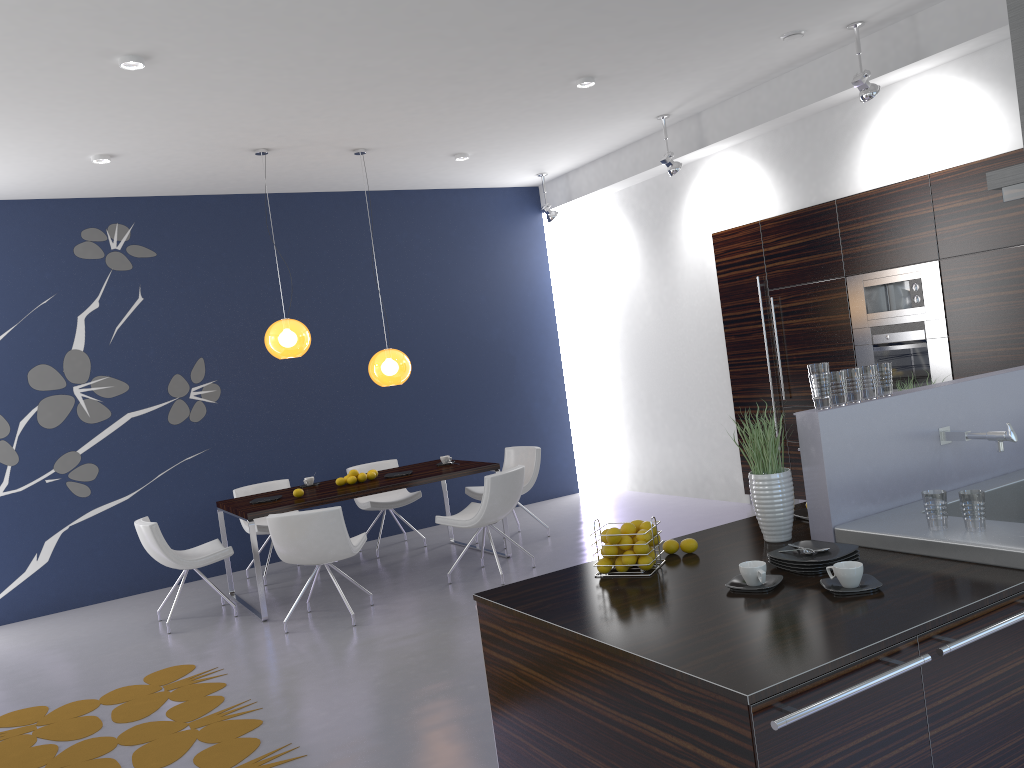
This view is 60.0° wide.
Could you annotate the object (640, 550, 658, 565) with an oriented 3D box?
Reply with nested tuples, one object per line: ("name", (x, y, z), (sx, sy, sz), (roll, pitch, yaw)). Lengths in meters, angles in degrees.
("object", (0.462, 0.590, 2.997), (0.061, 0.053, 0.053), (-7, 2, 13))

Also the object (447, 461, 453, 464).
("object", (-0.504, 0.676, 7.603), (0.155, 0.028, 0.032), (-6, 2, 42))

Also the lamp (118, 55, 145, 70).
("lamp", (-2.066, -1.745, 4.817), (0.132, 0.035, 0.132), (-7, 2, 14))

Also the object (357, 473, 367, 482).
("object", (-1.216, 0.759, 7.199), (0.076, 0.080, 0.094), (-9, 2, -28))

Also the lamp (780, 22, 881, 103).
("lamp", (2.122, -2.099, 5.900), (0.605, 0.511, 0.171), (-8, 2, 3))

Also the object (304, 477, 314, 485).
("object", (-1.697, 0.818, 7.431), (0.081, 0.064, 0.101), (-8, 2, -4))

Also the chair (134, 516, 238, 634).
("chair", (-2.427, 1.362, 6.617), (0.620, 0.805, 0.508), (-9, 2, -29))

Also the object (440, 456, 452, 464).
("object", (-0.569, 0.658, 7.690), (0.101, 0.064, 0.081), (-8, 2, -3))

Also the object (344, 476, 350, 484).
("object", (-1.334, 0.780, 7.226), (0.083, 0.068, 0.070), (-7, 2, 30))

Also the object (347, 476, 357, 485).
("object", (-1.292, 0.776, 7.152), (0.083, 0.068, 0.070), (-7, 2, 30))

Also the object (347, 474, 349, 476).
("object", (-1.330, 0.772, 7.315), (0.079, 0.077, 0.094), (-7, 2, 15))

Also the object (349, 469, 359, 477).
("object", (-1.285, 0.728, 7.203), (0.083, 0.068, 0.070), (-8, 2, -25))

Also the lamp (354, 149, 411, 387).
("lamp", (-1.134, -0.964, 7.398), (0.359, 1.974, 0.358), (-8, 2, -24))

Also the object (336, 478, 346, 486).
("object", (-1.380, 0.788, 7.151), (0.083, 0.068, 0.070), (-8, 2, -25))

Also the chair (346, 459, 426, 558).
("chair", (-1.183, 1.146, 8.307), (0.508, 0.805, 0.620), (-9, 2, -29))

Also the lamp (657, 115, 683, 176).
("lamp", (1.353, -2.045, 7.630), (0.185, 0.511, 0.150), (-9, 2, -29))

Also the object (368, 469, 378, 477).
("object", (-1.157, 0.748, 7.359), (0.094, 0.077, 0.079), (-7, 2, 35))

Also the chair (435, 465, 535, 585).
("chair", (-0.182, 1.057, 6.728), (0.620, 0.805, 0.508), (-7, 2, 31))

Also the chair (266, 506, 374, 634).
("chair", (-1.308, 1.226, 6.102), (0.508, 0.805, 0.620), (-8, 2, 6))

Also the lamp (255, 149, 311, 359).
("lamp", (-1.861, -1.021, 6.991), (0.358, 1.645, 0.359), (-8, 2, -18))

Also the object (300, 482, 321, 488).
("object", (-1.694, 0.848, 7.442), (0.154, 0.020, 0.154), (-7, 2, 16))

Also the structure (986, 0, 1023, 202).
("structure", (2.482, -1.409, 3.384), (0.981, 1.231, 0.915), (-9, 2, -29))

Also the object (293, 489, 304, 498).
("object", (-1.629, 0.832, 6.769), (0.083, 0.068, 0.070), (-8, 2, -25))

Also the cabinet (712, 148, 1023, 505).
("cabinet", (3.101, -0.238, 6.657), (0.669, 2.500, 3.600), (-9, 2, -29))

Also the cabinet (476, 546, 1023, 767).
("cabinet", (1.659, 0.886, 3.224), (3.285, 0.852, 1.377), (-9, 2, -29))

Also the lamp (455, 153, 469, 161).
("lamp", (-0.453, -2.054, 8.027), (0.132, 0.035, 0.132), (-7, 2, 18))

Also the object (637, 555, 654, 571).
("object", (0.443, 0.594, 2.940), (0.053, 0.053, 0.061), (-7, 2, 16))

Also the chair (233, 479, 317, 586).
("chair", (-2.081, 1.282, 7.799), (0.508, 0.805, 0.620), (-9, 2, -34))

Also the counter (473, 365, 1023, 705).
("counter", (1.633, 0.664, 3.207), (3.291, 1.300, 1.302), (-9, 2, -29))

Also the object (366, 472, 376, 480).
("object", (-1.156, 0.754, 7.274), (0.083, 0.068, 0.070), (-8, 2, -25))

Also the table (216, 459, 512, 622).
("table", (-1.205, 1.191, 7.251), (2.046, 0.783, 1.127), (-9, 2, -29))

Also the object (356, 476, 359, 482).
("object", (-1.263, 0.767, 7.267), (0.069, 0.071, 0.081), (-6, 2, 38))

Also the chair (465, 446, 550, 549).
("chair", (-0.027, 1.000, 7.978), (0.620, 0.805, 0.508), (-9, 2, -34))

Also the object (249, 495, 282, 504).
("object", (-1.896, 0.893, 6.834), (0.232, 0.020, 0.232), (-8, 2, -1))

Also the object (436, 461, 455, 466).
("object", (-0.575, 0.690, 7.691), (0.154, 0.020, 0.154), (-7, 2, 17))

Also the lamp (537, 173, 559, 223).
("lamp", (0.378, -1.963, 9.374), (0.185, 0.511, 0.150), (-9, 2, -29))

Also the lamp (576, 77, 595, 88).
("lamp", (0.523, -2.135, 6.283), (0.132, 0.035, 0.132), (-7, 2, 14))

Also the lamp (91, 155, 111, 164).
("lamp", (-3.041, -1.663, 6.561), (0.132, 0.035, 0.132), (-9, 2, -29))

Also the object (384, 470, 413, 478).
("object", (-0.940, 0.750, 7.339), (0.232, 0.020, 0.232), (-8, 2, -1))
